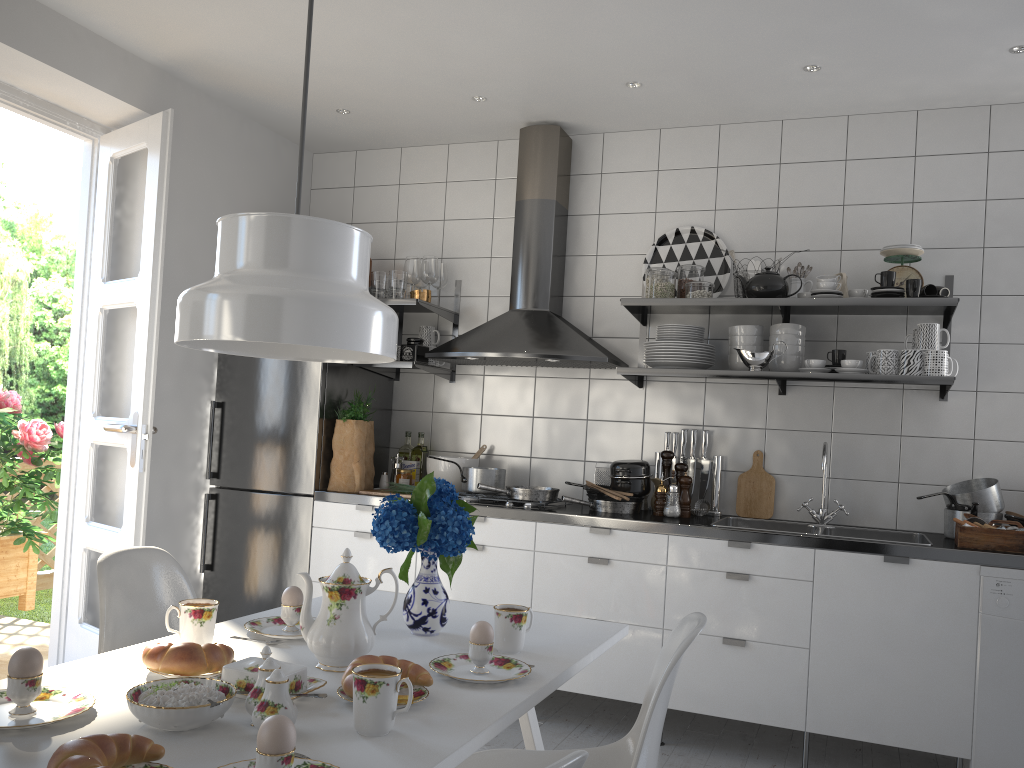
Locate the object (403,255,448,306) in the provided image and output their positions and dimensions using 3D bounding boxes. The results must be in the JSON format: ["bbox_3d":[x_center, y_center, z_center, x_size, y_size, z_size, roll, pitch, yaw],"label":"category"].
[{"bbox_3d":[-0.428,-0.489,4.345,0.192,0.244,0.206,3,-2,20],"label":"object"}]

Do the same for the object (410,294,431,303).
[{"bbox_3d":[-0.429,-0.394,4.158,0.100,0.036,0.100,1,-4,41],"label":"object"}]

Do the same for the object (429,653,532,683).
[{"bbox_3d":[-0.062,0.557,1.725,0.200,0.016,0.201,2,-4,26],"label":"object"}]

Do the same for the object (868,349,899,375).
[{"bbox_3d":[1.418,-0.077,3.367,0.083,0.100,0.108,4,-2,-9],"label":"object"}]

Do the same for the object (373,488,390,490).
[{"bbox_3d":[-0.524,0.506,4.255,0.180,0.008,0.272,2,-4,21],"label":"object"}]

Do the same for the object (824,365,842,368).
[{"bbox_3d":[1.307,-0.062,3.549,0.121,0.023,0.121,3,-3,2],"label":"object"}]

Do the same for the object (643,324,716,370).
[{"bbox_3d":[0.707,-0.145,3.749,0.306,0.195,0.301,2,-3,26],"label":"object"}]

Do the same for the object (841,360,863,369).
[{"bbox_3d":[1.296,-0.065,3.382,0.079,0.047,0.083,2,-3,34],"label":"object"}]

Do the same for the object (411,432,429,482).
[{"bbox_3d":[-0.443,0.376,4.320,0.089,0.282,0.082,3,-1,22],"label":"object"}]

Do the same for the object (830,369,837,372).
[{"bbox_3d":[1.307,-0.043,3.547,0.121,0.021,0.121,6,-4,-34],"label":"object"}]

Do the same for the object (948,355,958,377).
[{"bbox_3d":[1.636,-0.063,3.384,0.108,0.100,0.083,3,-2,7],"label":"object"}]

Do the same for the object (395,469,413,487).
[{"bbox_3d":[-0.509,0.455,4.177,0.078,0.101,0.078,4,-2,-12],"label":"object"}]

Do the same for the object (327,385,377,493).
[{"bbox_3d":[-0.715,0.242,4.035,0.173,0.509,0.283,3,-2,9],"label":"object"}]

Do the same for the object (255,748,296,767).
[{"bbox_3d":[-0.295,0.480,1.100,0.048,0.057,0.048,4,-2,-28],"label":"object"}]

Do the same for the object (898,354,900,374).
[{"bbox_3d":[1.530,-0.063,3.485,0.108,0.100,0.083,3,-2,11],"label":"object"}]

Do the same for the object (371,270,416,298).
[{"bbox_3d":[-0.565,-0.451,4.189,0.190,0.134,0.229,3,-3,12],"label":"object"}]

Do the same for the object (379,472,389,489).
[{"bbox_3d":[-0.606,0.459,4.204,0.046,0.084,0.046,3,-2,-1],"label":"object"}]

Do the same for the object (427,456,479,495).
[{"bbox_3d":[-0.284,0.434,4.199,0.247,0.175,0.247,5,-3,-28],"label":"object"}]

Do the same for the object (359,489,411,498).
[{"bbox_3d":[-0.482,0.487,3.923,0.330,0.012,0.220,2,-4,21],"label":"object"}]

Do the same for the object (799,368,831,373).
[{"bbox_3d":[1.180,-0.047,3.455,0.121,0.021,0.121,2,-3,19],"label":"object"}]

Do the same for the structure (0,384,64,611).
[{"bbox_3d":[-2.955,0.595,4.819,1.261,1.279,1.177,2,-2,23],"label":"structure"}]

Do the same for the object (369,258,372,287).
[{"bbox_3d":[-0.752,-0.557,4.385,0.097,0.194,0.097,3,-2,21],"label":"object"}]

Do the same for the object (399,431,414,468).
[{"bbox_3d":[-0.517,0.374,4.355,0.066,0.282,0.066,3,-1,17],"label":"object"}]

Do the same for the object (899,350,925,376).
[{"bbox_3d":[1.508,-0.074,3.315,0.108,0.100,0.083,3,-2,11],"label":"object"}]

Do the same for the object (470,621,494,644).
[{"bbox_3d":[-0.059,0.493,1.727,0.048,0.063,0.048,2,-2,26],"label":"object"}]

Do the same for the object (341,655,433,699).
[{"bbox_3d":[-0.228,0.507,1.539,0.124,0.057,0.161,1,-4,36],"label":"object"}]

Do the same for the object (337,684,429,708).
[{"bbox_3d":[-0.221,0.536,1.523,0.158,0.016,0.158,1,-4,31],"label":"object"}]

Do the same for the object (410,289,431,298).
[{"bbox_3d":[-0.430,-0.417,4.158,0.100,0.048,0.100,1,-4,45],"label":"object"}]

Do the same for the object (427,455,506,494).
[{"bbox_3d":[-0.192,0.410,3.993,0.348,0.154,0.200,5,-3,-29],"label":"object"}]

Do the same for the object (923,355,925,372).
[{"bbox_3d":[1.622,-0.059,3.465,0.083,0.100,0.108,5,-3,-34],"label":"object"}]

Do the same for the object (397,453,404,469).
[{"bbox_3d":[-0.557,0.423,4.297,0.059,0.172,0.059,4,-1,-19],"label":"object"}]

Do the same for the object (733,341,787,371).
[{"bbox_3d":[0.991,-0.109,3.544,0.210,0.134,0.102,3,-2,4],"label":"object"}]

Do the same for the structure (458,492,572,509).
[{"bbox_3d":[-0.026,0.505,3.902,0.467,0.029,0.491,2,-4,21],"label":"structure"}]

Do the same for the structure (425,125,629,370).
[{"bbox_3d":[0.079,-0.638,4.017,0.868,1.091,0.473,3,-2,21],"label":"structure"}]

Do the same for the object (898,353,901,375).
[{"bbox_3d":[1.525,-0.068,3.408,0.083,0.100,0.108,4,-2,-9],"label":"object"}]

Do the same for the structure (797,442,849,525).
[{"bbox_3d":[1.295,0.413,3.598,0.189,0.352,0.274,3,-2,-2],"label":"structure"}]

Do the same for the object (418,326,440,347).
[{"bbox_3d":[-0.411,-0.231,4.334,0.083,0.100,0.108,5,-3,-34],"label":"object"}]

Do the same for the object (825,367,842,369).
[{"bbox_3d":[1.308,-0.053,3.546,0.121,0.023,0.121,4,-3,-7],"label":"object"}]

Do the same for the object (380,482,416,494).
[{"bbox_3d":[-0.486,0.463,3.923,0.276,0.053,0.142,1,-4,37],"label":"object"}]

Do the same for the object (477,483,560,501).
[{"bbox_3d":[0.028,0.457,3.788,0.351,0.060,0.232,3,-3,0],"label":"object"}]

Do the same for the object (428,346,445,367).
[{"bbox_3d":[-0.385,-0.130,4.322,0.108,0.100,0.083,3,-2,11],"label":"object"}]

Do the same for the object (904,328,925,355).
[{"bbox_3d":[1.589,-0.163,3.442,0.083,0.100,0.108,4,-2,-9],"label":"object"}]

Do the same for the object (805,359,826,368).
[{"bbox_3d":[1.181,-0.068,3.453,0.079,0.047,0.083,3,-3,14],"label":"object"}]

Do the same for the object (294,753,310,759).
[{"bbox_3d":[-0.254,0.517,1.199,0.139,0.011,0.032,2,-3,25],"label":"object"}]

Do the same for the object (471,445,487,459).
[{"bbox_3d":[-0.227,0.399,4.209,0.222,0.232,0.080,4,-1,-18],"label":"object"}]

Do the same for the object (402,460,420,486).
[{"bbox_3d":[-0.491,0.442,4.282,0.077,0.141,0.044,3,-1,22],"label":"object"}]

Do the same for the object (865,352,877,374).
[{"bbox_3d":[1.425,-0.072,3.440,0.083,0.100,0.108,5,-3,-34],"label":"object"}]

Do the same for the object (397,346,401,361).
[{"bbox_3d":[-0.552,-0.135,4.405,0.083,0.100,0.108,4,-2,-9],"label":"object"}]

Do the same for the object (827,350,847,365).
[{"bbox_3d":[1.306,-0.097,3.556,0.055,0.078,0.070,4,-2,-18],"label":"object"}]

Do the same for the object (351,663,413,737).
[{"bbox_3d":[-0.207,0.488,1.359,0.078,0.095,0.091,5,-2,-32],"label":"object"}]

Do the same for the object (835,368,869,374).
[{"bbox_3d":[1.296,-0.044,3.383,0.121,0.021,0.121,2,-4,26],"label":"object"}]

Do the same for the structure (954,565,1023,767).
[{"bbox_3d":[1.886,1.027,3.055,0.573,0.790,0.509,3,-2,22],"label":"structure"}]

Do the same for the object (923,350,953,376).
[{"bbox_3d":[1.585,-0.072,3.285,0.108,0.100,0.083,3,-2,11],"label":"object"}]

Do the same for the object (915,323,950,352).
[{"bbox_3d":[1.559,-0.173,3.296,0.083,0.100,0.108,5,-3,-34],"label":"object"}]

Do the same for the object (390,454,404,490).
[{"bbox_3d":[-0.552,0.420,4.232,0.059,0.172,0.059,4,-1,-19],"label":"object"}]

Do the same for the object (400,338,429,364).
[{"bbox_3d":[-0.456,-0.155,4.158,0.100,0.122,0.100,2,-2,32],"label":"object"}]

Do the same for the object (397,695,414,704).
[{"bbox_3d":[-0.198,0.527,1.498,0.109,0.036,0.070,2,-3,30],"label":"object"}]

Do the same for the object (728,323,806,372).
[{"bbox_3d":[1.055,-0.138,3.687,0.309,0.216,0.150,3,-2,19],"label":"object"}]
